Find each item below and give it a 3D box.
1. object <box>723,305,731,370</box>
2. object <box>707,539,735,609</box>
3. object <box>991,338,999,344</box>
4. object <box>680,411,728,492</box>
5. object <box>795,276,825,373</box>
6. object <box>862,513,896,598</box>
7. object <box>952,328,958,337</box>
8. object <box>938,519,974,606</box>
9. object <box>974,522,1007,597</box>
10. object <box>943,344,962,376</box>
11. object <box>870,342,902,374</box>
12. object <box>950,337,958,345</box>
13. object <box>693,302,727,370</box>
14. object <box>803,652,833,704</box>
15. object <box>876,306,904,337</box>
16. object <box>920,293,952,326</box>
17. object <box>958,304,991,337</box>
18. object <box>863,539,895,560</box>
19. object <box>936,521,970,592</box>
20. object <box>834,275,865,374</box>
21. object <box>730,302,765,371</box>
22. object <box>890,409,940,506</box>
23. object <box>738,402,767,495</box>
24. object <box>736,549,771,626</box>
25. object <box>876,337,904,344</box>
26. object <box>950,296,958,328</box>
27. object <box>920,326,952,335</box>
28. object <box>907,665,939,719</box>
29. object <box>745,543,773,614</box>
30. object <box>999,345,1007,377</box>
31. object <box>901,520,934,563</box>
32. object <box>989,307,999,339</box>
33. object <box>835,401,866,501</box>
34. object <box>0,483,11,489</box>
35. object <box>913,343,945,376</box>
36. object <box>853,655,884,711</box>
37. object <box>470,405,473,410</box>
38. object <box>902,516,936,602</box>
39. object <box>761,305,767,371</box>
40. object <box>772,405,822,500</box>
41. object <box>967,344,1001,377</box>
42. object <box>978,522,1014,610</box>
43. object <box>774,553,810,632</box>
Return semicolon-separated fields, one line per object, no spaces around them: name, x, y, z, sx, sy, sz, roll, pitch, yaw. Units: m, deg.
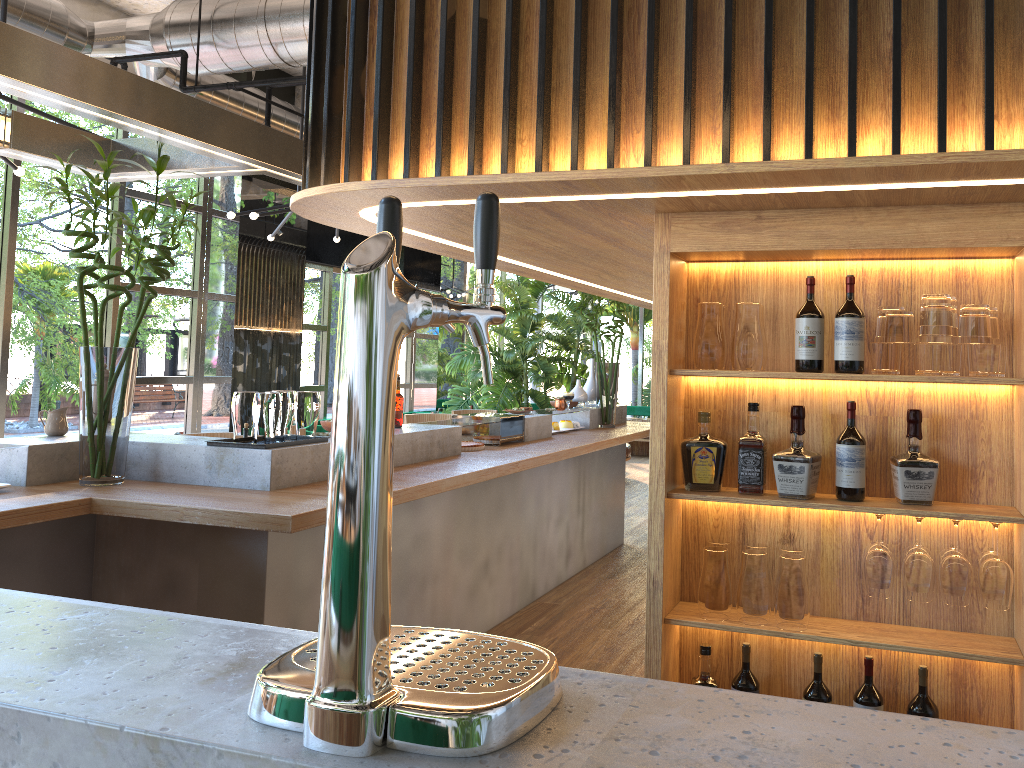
object;0.659;-0.151;2.882;0.110;0.210;0.100;3;-3;-34
object;0.663;0.610;2.849;0.110;0.210;0.100;3;-3;-34
object;1.401;-0.161;2.641;0.088;0.092;0.089;1;-1;4
object;0.608;0.212;2.817;0.149;0.249;0.095;1;-3;9
object;0.915;-0.183;2.727;0.089;0.300;0.083;3;-3;-20
object;1.072;0.493;2.594;0.097;0.246;0.088;4;-4;-41
object;1.280;-0.186;2.643;0.087;0.092;0.090;1;-1;10
object;1.265;0.499;2.529;0.097;0.246;0.088;4;-4;-41
object;1.407;0.501;2.607;0.094;0.246;0.091;2;-3;-7
object;1.300;-0.071;2.661;0.085;0.092;0.092;1;-1;32
object;1.103;-0.075;2.621;0.087;0.092;0.090;1;-1;12
object;1.280;-0.164;2.641;0.087;0.092;0.090;1;-1;10
object;0.619;-0.150;2.774;0.110;0.210;0.100;3;-3;-34
object;0.918;0.961;2.668;0.089;0.300;0.083;3;-3;-20
object;1.159;-0.189;2.716;0.093;0.092;0.085;2;-1;-33
object;1.223;-0.212;2.560;0.086;0.092;0.092;1;-1;24
object;1.328;-0.181;2.549;0.086;0.092;0.092;1;-1;24
object;1.119;0.491;2.705;0.094;0.246;0.091;2;-3;-7
object;1.312;0.498;2.639;0.094;0.246;0.091;2;-3;-7
object;1.015;-0.179;2.667;0.089;0.299;0.083;3;-3;-20
object;0.730;-0.146;2.746;0.110;0.210;0.100;3;-3;-34
object;1.202;0.216;2.654;0.122;0.280;0.125;1;-3;10
object;0.751;0.199;2.770;0.081;0.283;0.085;1;-3;21
object;0.735;0.615;2.698;0.110;0.210;0.100;3;-3;-34
object;1.159;-0.169;2.715;0.086;0.092;0.092;1;-1;24
object;1.281;-0.213;2.644;0.087;0.092;0.091;1;-1;17
object;1.222;-0.186;2.559;0.086;0.092;0.092;1;-1;24
object;1.190;0.969;2.572;0.089;0.299;0.083;3;-3;-20
object;0.773;0.614;2.804;0.110;0.210;0.100;3;-3;-34
object;1.419;-0.068;2.633;0.093;0.092;0.085;3;-1;-45
object;1.221;0.495;2.670;0.094;0.246;0.091;2;-3;-7
object;1.402;-0.181;2.642;0.086;0.092;0.091;1;-1;18
object;1.025;0.200;2.685;0.089;0.299;0.083;3;-3;-20
object;-2.016;0.366;2.965;0.324;0.025;0.508;2;1;22
object;1.225;-0.072;2.607;0.087;0.092;0.090;1;-1;12
object;1.062;0.964;2.646;0.089;0.300;0.083;3;-3;-20
object;-0.466;0.391;10.162;0.065;0.300;0.071;-1;-4;37
object;1.174;0.496;2.560;0.097;0.246;0.088;4;-4;-41
object;0.762;-0.148;2.834;0.110;0.210;0.100;3;-3;-34
object;0.873;0.206;2.713;0.118;0.280;0.128;0;-3;35
object;1.336;-0.067;2.514;0.093;0.092;0.085;3;-1;-45
object;1.360;0.502;2.496;0.097;0.246;0.088;4;-4;-41
object;0.836;0.619;2.650;0.110;0.210;0.100;3;-3;-34
